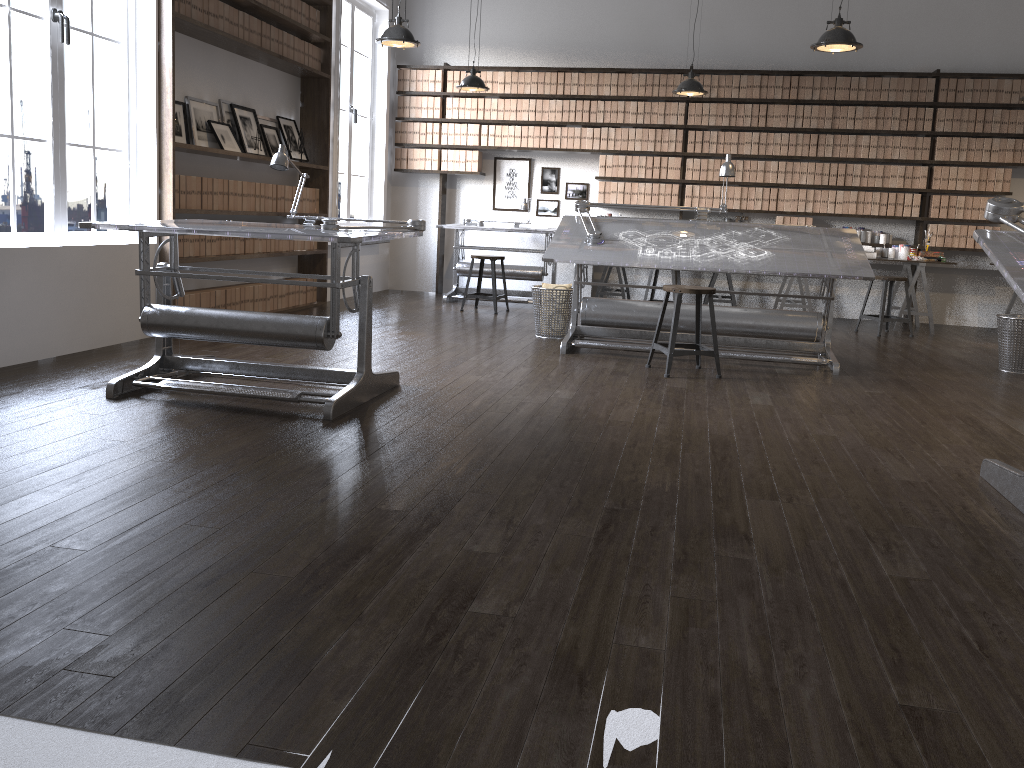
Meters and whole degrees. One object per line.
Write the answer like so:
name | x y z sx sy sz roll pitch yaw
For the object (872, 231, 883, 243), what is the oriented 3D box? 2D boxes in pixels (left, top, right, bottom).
object | 3.669 -1.472 8.898 0.094 0.129 0.095 3 9 -1

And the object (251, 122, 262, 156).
object | -1.961 -1.877 6.793 0.040 0.258 0.175 4 9 11

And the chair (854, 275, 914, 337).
chair | 3.353 -0.700 7.937 0.371 0.524 0.361 0 9 -15

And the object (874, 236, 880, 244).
object | 3.636 -1.436 8.822 0.054 0.081 0.055 3 9 2

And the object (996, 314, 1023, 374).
object | 3.468 -0.268 6.023 0.354 0.375 0.354 9 11 33

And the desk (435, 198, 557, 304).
desk | -0.047 -1.391 9.173 1.269 1.090 1.078 5 9 11

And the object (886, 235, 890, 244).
object | 3.712 -1.435 8.782 0.063 0.094 0.063 11 12 43

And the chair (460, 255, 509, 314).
chair | -0.237 -0.929 8.231 0.372 0.524 0.360 6 9 19

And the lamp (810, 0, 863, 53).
lamp | 2.072 -3.196 5.360 0.312 2.237 0.314 8 9 31

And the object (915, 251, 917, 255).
object | 3.876 -1.244 8.546 0.060 0.088 0.060 5 9 16

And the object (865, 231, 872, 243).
object | 3.552 -1.464 8.837 0.062 0.118 0.062 0 9 -20

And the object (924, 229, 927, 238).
object | 3.969 -1.379 8.483 0.055 0.212 0.007 5 8 18

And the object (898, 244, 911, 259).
object | 3.782 -1.272 8.536 0.105 0.141 0.104 6 9 19

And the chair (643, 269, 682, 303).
chair | 1.438 -0.878 8.392 0.372 0.524 0.360 6 9 19

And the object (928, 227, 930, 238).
object | 3.990 -1.388 8.492 0.007 0.226 0.020 10 10 42

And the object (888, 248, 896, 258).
object | 3.676 -1.266 8.573 0.062 0.094 0.062 -2 10 -28

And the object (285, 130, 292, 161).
object | -1.855 -1.977 7.357 0.040 0.258 0.125 4 8 11

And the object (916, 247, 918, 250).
object | 3.897 -1.274 8.551 0.040 0.123 0.005 4 8 8

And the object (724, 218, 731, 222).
object | 2.232 -1.625 9.201 0.079 0.187 0.079 1 8 -10

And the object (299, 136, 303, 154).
object | -1.825 -2.036 7.676 0.040 0.260 0.111 4 8 11

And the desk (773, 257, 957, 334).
desk | 3.272 -0.895 8.564 1.669 0.665 0.660 5 9 11

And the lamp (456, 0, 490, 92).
lamp | -0.305 -3.791 7.916 0.310 2.237 0.315 2 8 -9

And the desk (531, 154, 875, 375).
desk | 1.213 -0.904 6.124 2.281 1.377 1.084 5 9 11

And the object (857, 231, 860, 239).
object | 3.422 -1.462 8.793 0.062 0.118 0.062 0 9 -20

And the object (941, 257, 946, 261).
object | 4.078 -1.180 8.377 0.049 0.037 0.049 5 10 15

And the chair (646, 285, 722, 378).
chair | 1.044 -0.318 5.309 0.358 0.524 0.374 1 9 -10

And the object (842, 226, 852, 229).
object | 3.361 -1.500 8.895 0.095 0.161 0.094 4 9 7

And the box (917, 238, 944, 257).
box | 4.007 -1.289 8.472 0.212 0.206 0.138 5 9 12

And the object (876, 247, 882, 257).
object | 3.595 -1.290 8.682 0.062 0.094 0.062 -4 11 -37

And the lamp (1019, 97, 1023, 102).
lamp | 4.323 -3.394 6.991 0.312 2.237 0.314 8 10 36

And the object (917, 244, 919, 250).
object | 3.901 -1.274 8.532 0.033 0.146 0.005 4 8 11

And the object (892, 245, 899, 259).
object | 3.756 -1.289 8.650 0.095 0.127 0.094 4 9 7

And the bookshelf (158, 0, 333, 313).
bookshelf | -2.115 -1.660 6.893 0.413 3.697 2.490 4 9 11

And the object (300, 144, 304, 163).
object | -1.792 -1.961 7.545 0.040 0.164 0.067 4 8 11

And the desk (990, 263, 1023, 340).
desk | 5.366 -0.715 8.144 1.669 0.665 0.660 5 9 11

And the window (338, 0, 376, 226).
window | -1.606 -2.635 8.731 0.153 2.293 1.253 4 9 11

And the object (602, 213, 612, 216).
object | 0.992 -1.703 9.296 0.107 0.175 0.108 5 9 13

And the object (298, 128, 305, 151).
object | -1.811 -2.043 7.601 0.040 0.302 0.119 4 8 11

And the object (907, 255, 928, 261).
object | 3.823 -1.188 8.342 0.197 0.050 0.133 -1 11 -18

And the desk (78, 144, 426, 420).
desk | -1.137 -0.567 4.257 1.269 1.180 1.179 5 9 11

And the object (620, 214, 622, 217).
object | 1.092 -1.625 9.053 0.007 0.212 0.055 -4 11 -43

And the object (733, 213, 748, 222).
object | 2.357 -1.647 9.091 0.181 0.270 0.157 2 9 -4

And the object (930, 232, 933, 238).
object | 3.985 -1.366 8.478 0.008 0.185 0.072 -3 10 -36

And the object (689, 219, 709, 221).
object | 1.984 -1.619 9.164 0.317 0.151 0.194 5 10 11

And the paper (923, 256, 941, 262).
paper | 3.956 -1.177 8.338 0.155 0.038 0.138 8 12 26

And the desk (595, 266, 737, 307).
desk | 1.547 -1.044 8.911 1.669 0.665 0.660 5 9 11

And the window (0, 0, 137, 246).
window | -2.533 -1.955 4.905 0.153 2.480 1.492 4 9 11

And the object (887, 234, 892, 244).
object | 3.759 -1.443 8.834 0.062 0.095 0.062 11 12 43

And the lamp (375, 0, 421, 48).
lamp | -0.729 -3.437 5.922 0.310 2.237 0.315 2 8 -9

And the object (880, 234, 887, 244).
object | 3.662 -1.429 8.738 0.062 0.095 0.062 11 12 43

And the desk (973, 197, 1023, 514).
desk | 2.557 -0.183 2.628 2.070 1.377 1.084 5 9 11

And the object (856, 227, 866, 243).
object | 3.489 -1.491 8.880 0.094 0.160 0.207 5 10 13

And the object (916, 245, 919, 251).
object | 3.891 -1.274 8.529 0.040 0.129 0.005 4 8 10

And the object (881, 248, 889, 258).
object | 3.631 -1.277 8.627 0.063 0.093 0.063 -4 11 -37

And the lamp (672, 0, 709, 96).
lamp | 1.600 -3.628 7.538 0.310 2.237 0.315 2 8 -9

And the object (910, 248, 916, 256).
object | 3.838 -1.247 8.487 0.049 0.111 0.049 5 9 15
